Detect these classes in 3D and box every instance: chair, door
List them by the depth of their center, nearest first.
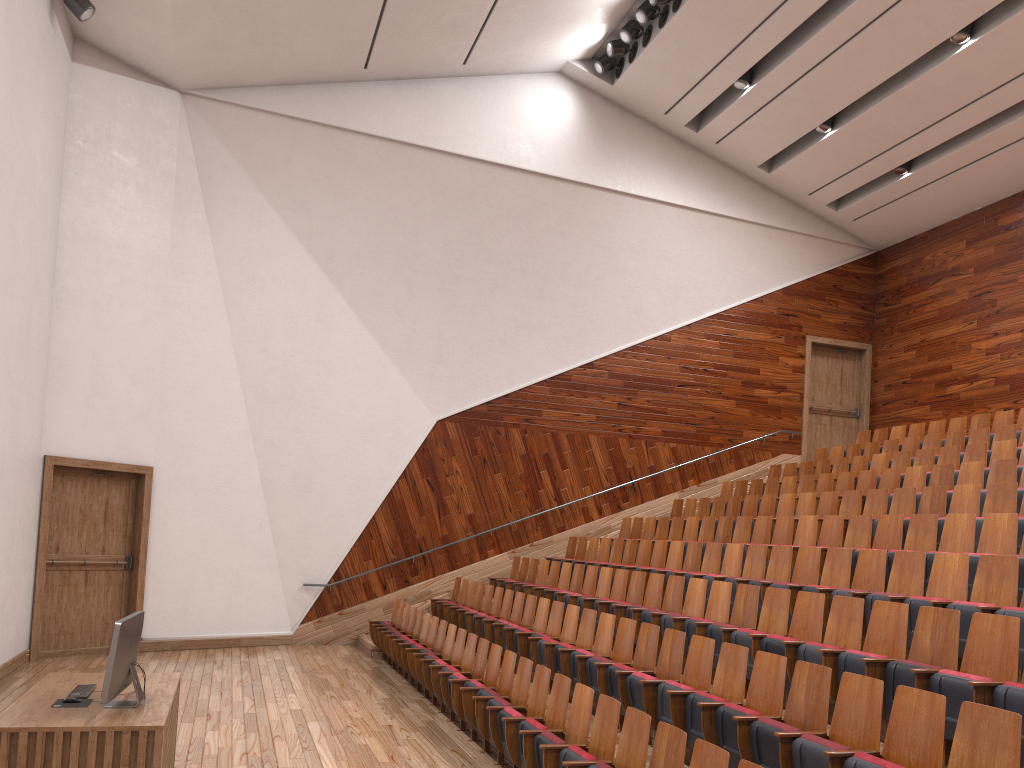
[{"bbox_3d":[0.361,0.134,0.731,0.773,0.368,1.195,6,-10,-17],"label":"chair"},{"bbox_3d":[-0.516,0.213,1.073,0.024,0.237,0.141,2,-5,34],"label":"door"},{"bbox_3d":[0.578,0.041,1.582,0.140,0.237,0.024,5,-3,-18],"label":"door"}]

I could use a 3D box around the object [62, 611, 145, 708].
[{"bbox_3d":[-0.222,0.150,0.482,0.041,0.047,0.090,5,-8,-17],"label":"object"}]

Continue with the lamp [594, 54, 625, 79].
[{"bbox_3d":[0.146,-0.487,1.341,0.045,0.031,0.031,6,-7,-17],"label":"lamp"}]

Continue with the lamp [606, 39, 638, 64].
[{"bbox_3d":[0.161,-0.494,1.298,0.044,0.030,0.031,6,-7,-17],"label":"lamp"}]

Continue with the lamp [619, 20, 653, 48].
[{"bbox_3d":[0.174,-0.501,1.253,0.045,0.031,0.031,6,-7,-17],"label":"lamp"}]

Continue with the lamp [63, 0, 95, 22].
[{"bbox_3d":[-0.454,-0.404,0.922,0.033,0.043,0.030,4,-5,-6],"label":"lamp"}]

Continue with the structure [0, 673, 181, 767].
[{"bbox_3d":[-0.234,0.210,0.492,0.078,0.070,0.158,5,-9,-17],"label":"structure"}]

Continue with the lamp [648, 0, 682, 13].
[{"bbox_3d":[0.202,-0.514,1.167,0.044,0.030,0.031,6,-7,-17],"label":"lamp"}]

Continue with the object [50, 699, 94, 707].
[{"bbox_3d":[-0.235,0.171,0.470,0.018,0.001,0.023,6,-10,-17],"label":"object"}]

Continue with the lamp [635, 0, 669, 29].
[{"bbox_3d":[0.190,-0.509,1.205,0.045,0.031,0.031,6,-7,-17],"label":"lamp"}]
